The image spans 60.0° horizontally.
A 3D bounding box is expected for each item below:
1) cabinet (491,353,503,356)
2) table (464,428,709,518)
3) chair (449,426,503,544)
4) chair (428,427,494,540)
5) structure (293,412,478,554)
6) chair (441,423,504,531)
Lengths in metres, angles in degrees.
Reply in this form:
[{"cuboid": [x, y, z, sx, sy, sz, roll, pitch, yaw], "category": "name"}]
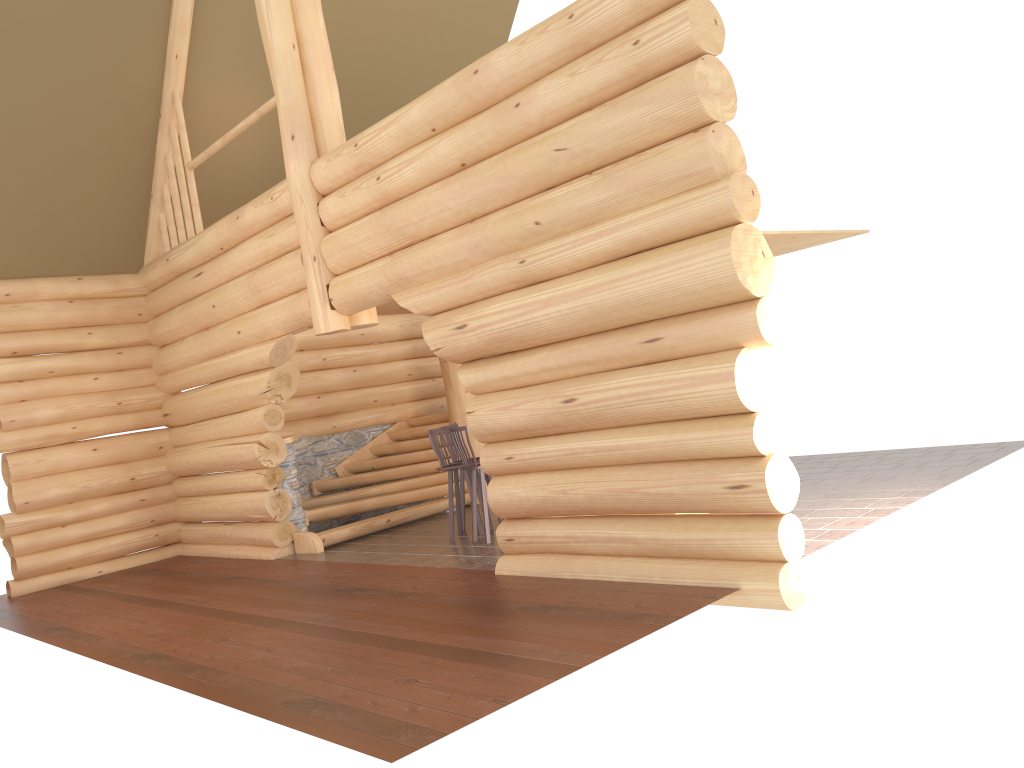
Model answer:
[{"cuboid": [0.674, 0.408, 14.580, 1.847, 2.403, 0.670, -10, -1, -42], "category": "cabinet"}, {"cuboid": [1.011, 0.896, 9.925, 1.196, 1.257, 3.220, -10, -1, -42], "category": "table"}, {"cuboid": [-0.308, 1.096, 9.988, 0.504, 1.319, 0.406, -10, 0, -32], "category": "chair"}, {"cuboid": [-0.619, 1.155, 10.597, 0.504, 1.319, 0.406, -10, 0, 16], "category": "chair"}, {"cuboid": [-2.129, 1.280, 13.231, 1.951, 1.643, 3.604, -10, -1, 42], "category": "structure"}, {"cuboid": [-0.501, 1.138, 11.105, 0.504, 1.319, 0.406, -10, 0, 28], "category": "chair"}]
